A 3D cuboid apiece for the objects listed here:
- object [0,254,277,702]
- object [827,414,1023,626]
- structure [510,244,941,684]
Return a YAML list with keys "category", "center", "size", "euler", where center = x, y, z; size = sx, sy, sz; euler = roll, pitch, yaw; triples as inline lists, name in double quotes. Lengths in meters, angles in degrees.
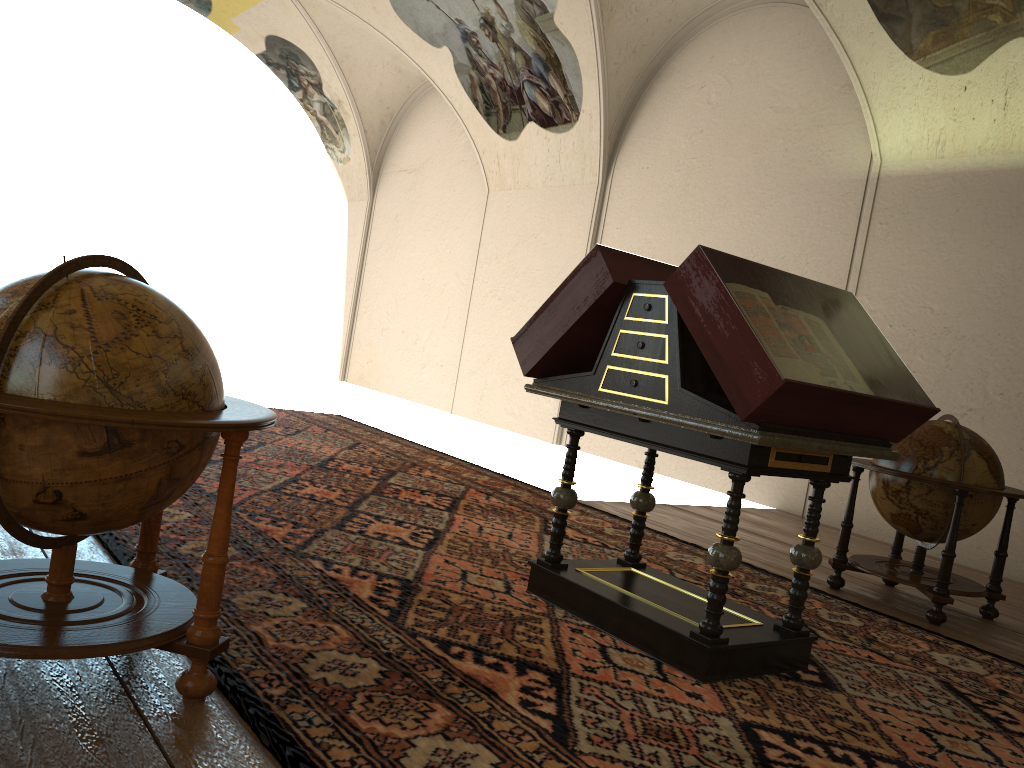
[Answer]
- category: "object"
  center: [-1.508, 0.273, 3.075]
  size: [1.279, 1.450, 1.278]
  euler: [10, 3, 0]
- category: "object"
  center: [3.108, 0.936, 6.606]
  size: [1.277, 1.450, 1.279]
  euler: [11, 3, 15]
- category: "structure"
  center: [0.963, 0.370, 4.710]
  size: [1.247, 1.983, 1.887]
  euler: [8, 3, -37]
